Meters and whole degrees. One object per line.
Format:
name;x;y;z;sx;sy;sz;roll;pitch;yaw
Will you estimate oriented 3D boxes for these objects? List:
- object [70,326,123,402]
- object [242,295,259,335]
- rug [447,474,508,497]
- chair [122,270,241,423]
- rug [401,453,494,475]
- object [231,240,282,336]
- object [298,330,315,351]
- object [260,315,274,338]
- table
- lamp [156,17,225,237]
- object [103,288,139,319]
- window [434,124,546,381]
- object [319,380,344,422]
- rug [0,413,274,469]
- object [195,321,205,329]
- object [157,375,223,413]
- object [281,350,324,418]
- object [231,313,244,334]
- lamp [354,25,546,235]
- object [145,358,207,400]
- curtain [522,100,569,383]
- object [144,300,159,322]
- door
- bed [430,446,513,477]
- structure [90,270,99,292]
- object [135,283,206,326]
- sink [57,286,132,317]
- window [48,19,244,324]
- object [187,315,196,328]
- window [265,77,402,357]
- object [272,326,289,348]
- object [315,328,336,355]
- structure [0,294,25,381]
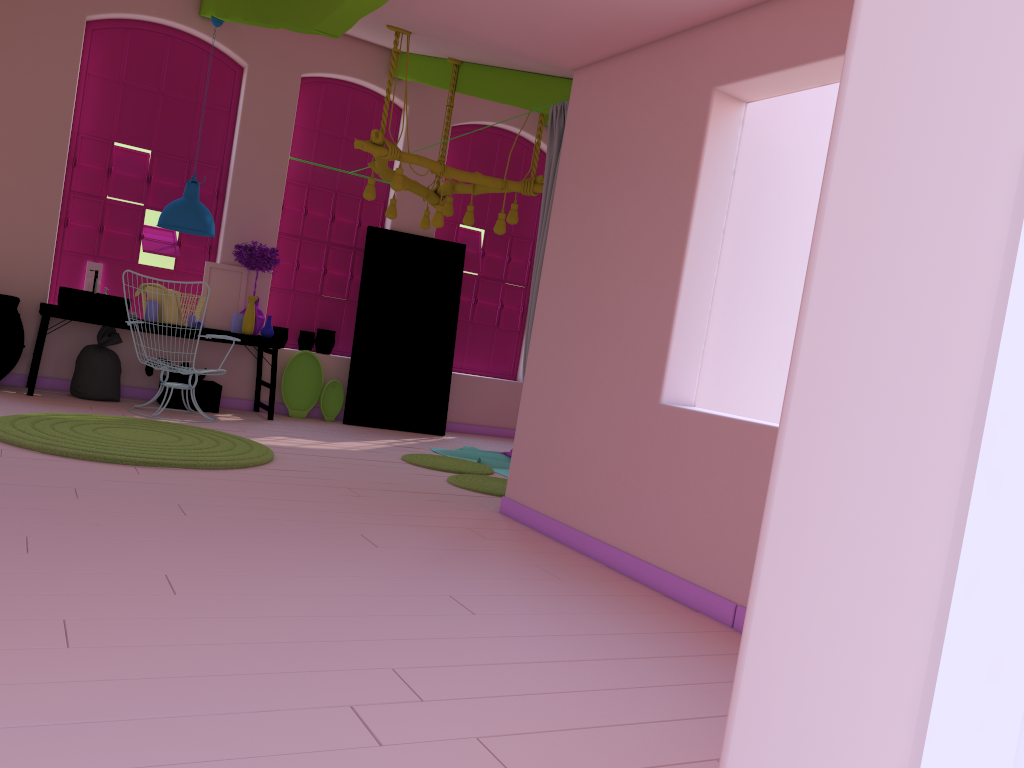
object;-6.458;-0.963;5.482;7.870;1.581;2.823;8;3;-29
object;-2.598;-0.680;8.787;0.115;0.383;0.116;11;3;34
rug;-0.103;0.802;6.916;0.792;0.021;0.792;9;2;-2
chair;-2.996;-0.317;7.979;1.078;1.239;0.924;9;3;5
rug;-0.558;0.698;7.726;0.791;0.021;0.793;11;3;43
object;-2.637;-0.978;9.033;0.441;0.951;0.502;10;3;20
object;-2.265;-0.471;9.764;0.182;0.223;0.182;11;3;43
object;-2.449;-0.578;8.907;0.132;0.219;0.132;9;3;-13
table;-3.433;-0.205;8.633;2.194;0.821;0.654;8;3;-30
lamp;-2.909;-2.424;8.305;0.529;2.003;0.528;9;3;2
object;-3.726;-0.767;8.435;0.410;0.250;0.165;9;3;5
window;-0.361;-1.610;10.822;1.515;3.011;0.213;8;3;-30
object;-1.994;0.172;9.673;0.284;0.463;0.137;7;4;-45
rug;-2.682;0.393;6.354;1.890;0.050;1.886;7;3;-42
object;-3.039;-0.574;8.625;0.076;0.076;0.137;9;2;-10
object;-3.211;0.099;8.827;0.522;0.277;0.446;8;3;-30
object;-2.291;-0.008;9.566;0.451;0.734;0.217;8;3;-30
object;-2.747;-0.610;8.888;0.109;0.197;0.109;10;3;7
lamp;-0.606;-2.390;7.280;1.609;2.266;1.776;11;3;42
object;-3.337;-0.014;8.778;0.300;0.448;0.672;11;3;36
curtain;0.294;-0.505;6.101;0.518;2.787;0.525;12;4;41
object;-3.418;-0.692;8.414;0.109;0.197;0.109;7;3;-38
door;-1.184;-0.586;9.938;1.154;2.212;0.449;8;3;-20
bed;1.371;0.743;8.425;3.578;0.514;2.799;8;2;-30
structure;-3.925;-0.870;8.283;0.087;0.397;0.166;8;3;-20
object;-3.357;-0.775;8.685;0.633;0.369;0.444;8;3;-30
sink;-3.829;-0.749;8.139;0.609;0.194;0.339;8;3;-30
window;-3.645;-2.074;8.907;1.498;3.005;0.492;8;3;-30
object;-3.122;-0.613;8.644;0.065;0.118;0.065;10;3;19
window;-1.992;-1.849;9.859;1.276;3.049;0.072;8;3;-30
object;-2.520;-0.507;9.616;0.182;0.223;0.182;11;3;38
object;-2.082;-0.470;9.870;0.223;0.272;0.223;7;3;-42
structure;-4.729;-0.398;7.882;0.717;0.845;0.718;11;3;28
